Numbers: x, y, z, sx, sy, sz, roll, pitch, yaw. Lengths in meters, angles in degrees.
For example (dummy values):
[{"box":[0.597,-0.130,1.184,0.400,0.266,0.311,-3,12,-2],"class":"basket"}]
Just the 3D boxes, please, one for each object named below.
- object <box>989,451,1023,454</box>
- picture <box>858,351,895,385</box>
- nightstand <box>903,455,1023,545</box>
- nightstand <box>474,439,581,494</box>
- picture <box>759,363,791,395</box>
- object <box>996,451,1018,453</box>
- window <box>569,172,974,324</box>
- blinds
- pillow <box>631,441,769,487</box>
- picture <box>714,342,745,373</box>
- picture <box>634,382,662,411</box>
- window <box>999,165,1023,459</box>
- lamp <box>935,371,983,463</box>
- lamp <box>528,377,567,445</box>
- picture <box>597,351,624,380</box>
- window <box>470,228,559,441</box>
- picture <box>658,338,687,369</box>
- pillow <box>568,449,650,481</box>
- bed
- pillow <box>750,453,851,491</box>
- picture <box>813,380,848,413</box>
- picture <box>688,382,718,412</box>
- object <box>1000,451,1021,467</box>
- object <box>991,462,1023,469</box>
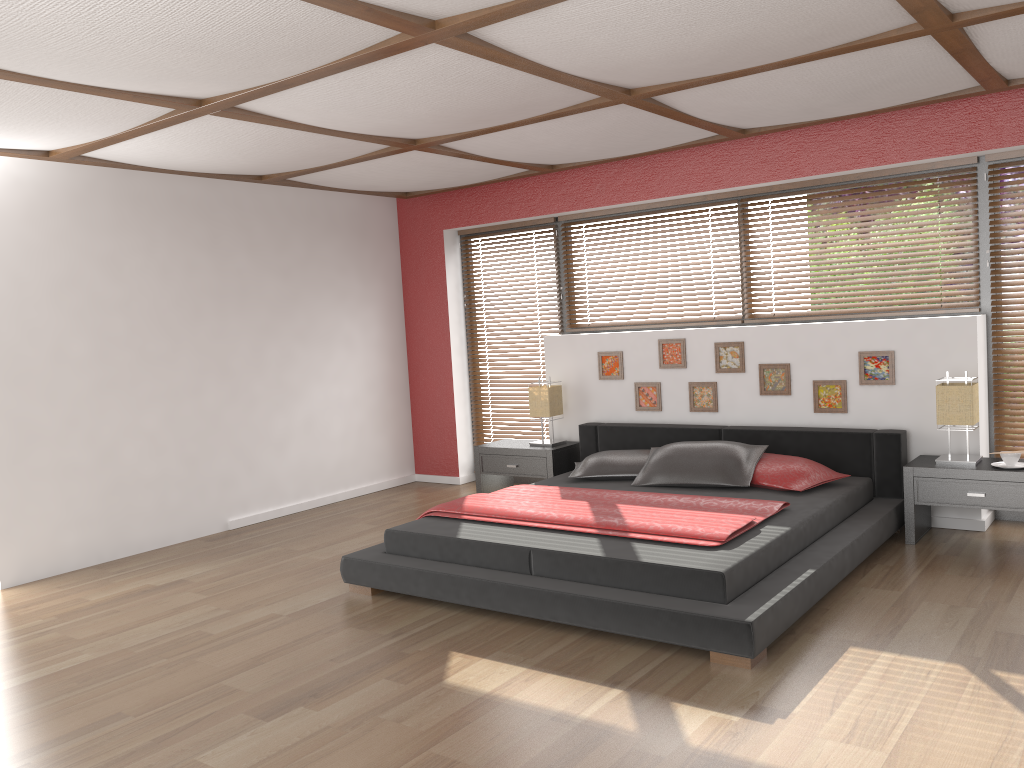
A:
[{"box":[2.553,0.352,4.554,0.192,0.007,0.007,-3,4,6],"class":"object"},{"box":[2.142,-0.093,5.208,0.200,0.200,0.010,0,5,37],"class":"picture"},{"box":[2.504,0.633,4.713,0.700,0.423,0.413,0,5,37],"class":"nightstand"},{"box":[0.124,0.651,6.499,0.700,0.423,0.413,0,5,37],"class":"nightstand"},{"box":[1.654,-0.028,5.581,0.200,0.200,0.010,0,5,37],"class":"picture"},{"box":[2.572,0.350,4.567,0.192,0.007,0.007,-3,4,1],"class":"object"},{"box":[1.578,-0.843,5.988,2.817,0.786,0.020,0,5,37],"class":"window"},{"box":[1.570,-0.260,5.976,4.840,1.952,0.032,0,5,37],"class":"blinds"},{"box":[1.091,0.464,5.224,0.744,0.241,0.386,-1,5,32],"class":"pillow"},{"box":[1.410,-0.172,5.747,0.200,0.200,0.010,0,5,37],"class":"picture"},{"box":[0.940,0.088,6.130,0.200,0.200,0.010,0,5,37],"class":"picture"},{"box":[3.170,-0.314,4.857,0.889,1.893,0.020,0,5,37],"class":"window"},{"box":[2.405,0.170,4.784,0.200,0.480,0.200,0,5,37],"class":"lamp"},{"box":[0.247,0.187,6.403,0.200,0.480,0.200,0,5,37],"class":"lamp"},{"box":[0.699,-0.130,6.285,0.200,0.200,0.010,0,5,37],"class":"picture"},{"box":[0.049,-0.290,7.198,0.889,1.893,0.020,0,5,37],"class":"window"},{"box":[1.082,-0.204,5.990,0.200,0.200,0.010,0,5,37],"class":"picture"},{"box":[0.735,0.511,5.604,0.745,0.172,0.418,-3,4,12],"class":"pillow"},{"box":[0.598,0.659,4.890,2.469,0.577,2.413,0,5,37],"class":"bed"},{"box":[1.497,0.500,5.100,0.418,0.172,0.745,-6,5,-34],"class":"pillow"},{"box":[1.931,0.077,5.386,0.200,0.200,0.010,0,5,37],"class":"picture"},{"box":[1.269,0.087,5.884,0.200,0.200,0.010,0,5,37],"class":"picture"},{"box":[2.568,0.388,4.568,0.099,0.069,0.099,-6,5,-28],"class":"object"},{"box":[2.570,0.421,4.570,0.179,0.012,0.179,-6,5,-28],"class":"object"}]
